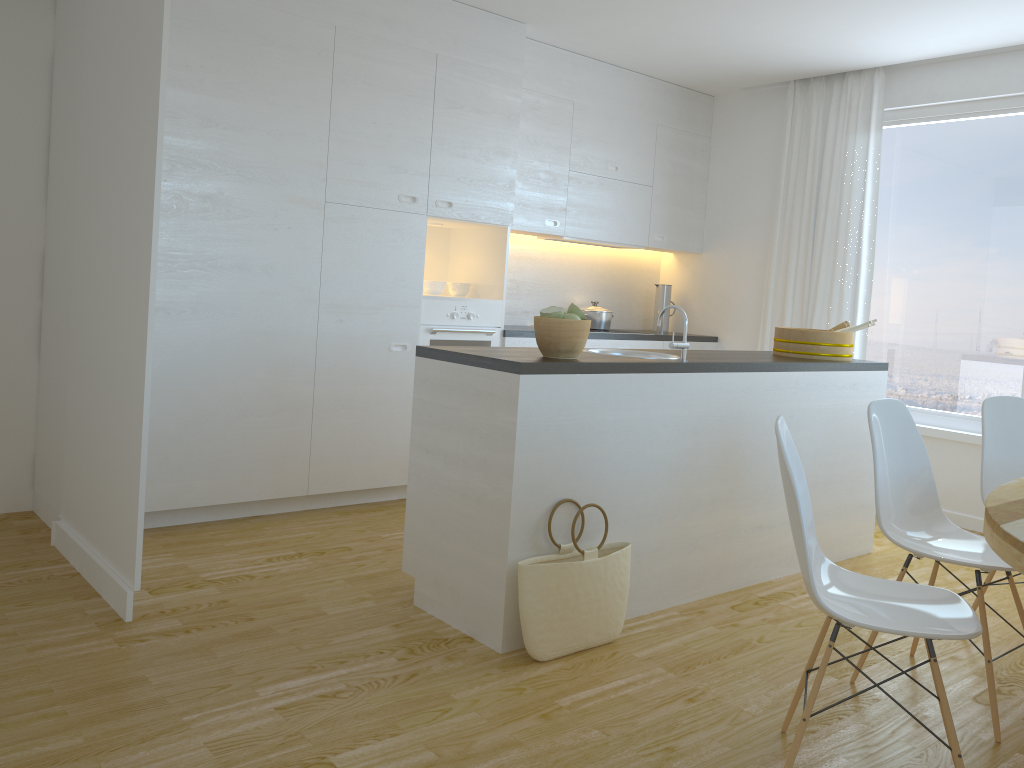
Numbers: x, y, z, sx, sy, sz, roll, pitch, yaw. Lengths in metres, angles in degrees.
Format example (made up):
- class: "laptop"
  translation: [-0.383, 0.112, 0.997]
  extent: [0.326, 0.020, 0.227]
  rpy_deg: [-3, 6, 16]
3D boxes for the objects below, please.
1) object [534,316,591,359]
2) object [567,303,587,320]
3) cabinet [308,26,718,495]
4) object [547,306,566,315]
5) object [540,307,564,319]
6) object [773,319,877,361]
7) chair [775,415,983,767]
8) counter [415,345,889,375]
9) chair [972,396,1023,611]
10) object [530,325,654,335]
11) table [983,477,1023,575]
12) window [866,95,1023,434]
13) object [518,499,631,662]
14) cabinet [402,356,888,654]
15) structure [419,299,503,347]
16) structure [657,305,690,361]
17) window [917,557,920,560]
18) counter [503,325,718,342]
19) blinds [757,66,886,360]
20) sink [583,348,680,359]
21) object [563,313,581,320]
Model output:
- class: "object"
  translation: [0.176, -0.165, 3.165]
  extent: [0.205, 0.141, 0.206]
  rpy_deg: [5, 5, 11]
- class: "object"
  translation: [0.236, -0.257, 3.203]
  extent: [0.074, 0.071, 0.078]
  rpy_deg: [3, 4, -15]
- class: "cabinet"
  translation: [0.137, -0.646, 5.551]
  extent: [3.199, 2.294, 0.483]
  rpy_deg: [0, 4, -40]
- class: "object"
  translation: [0.159, -0.233, 3.205]
  extent: [0.102, 0.098, 0.087]
  rpy_deg: [2, 4, -19]
- class: "object"
  translation: [0.139, -0.240, 3.117]
  extent: [0.084, 0.065, 0.086]
  rpy_deg: [1, 5, -28]
- class: "object"
  translation: [1.532, -0.239, 4.427]
  extent: [0.429, 0.213, 0.380]
  rpy_deg: [3, 5, -12]
- class: "chair"
  translation: [0.894, 0.556, 2.199]
  extent: [0.524, 0.899, 0.430]
  rpy_deg: [5, 3, 20]
- class: "counter"
  translation: [0.752, -0.104, 3.833]
  extent: [2.399, 0.040, 0.603]
  rpy_deg: [-1, 8, -40]
- class: "chair"
  translation: [1.982, 0.524, 3.223]
  extent: [0.429, 0.899, 0.525]
  rpy_deg: [3, 3, -20]
- class: "object"
  translation: [0.536, -0.362, 6.001]
  extent: [0.654, 0.013, 0.564]
  rpy_deg: [-1, 8, -40]
- class: "table"
  translation: [1.951, 0.709, 2.261]
  extent: [2.189, 0.723, 1.199]
  rpy_deg: [-1, 7, -42]
- class: "window"
  translation: [2.972, -0.633, 4.837]
  extent: [0.088, 1.912, 2.739]
  rpy_deg: [2, 5, -40]
- class: "object"
  translation: [0.637, 0.690, 2.729]
  extent: [1.192, 0.500, 0.471]
  rpy_deg: [7, 5, 28]
- class: "cabinet"
  translation: [0.720, 0.368, 3.853]
  extent: [2.399, 0.907, 0.603]
  rpy_deg: [-1, 6, -40]
- class: "structure"
  translation: [-0.284, -0.163, 4.946]
  extent: [0.560, 0.594, 0.049]
  rpy_deg: [0, 4, -40]
- class: "structure"
  translation: [0.611, -0.204, 3.475]
  extent: [0.097, 0.214, 0.163]
  rpy_deg: [1, 4, -40]
- class: "window"
  translation: [1.908, -0.308, 1.556]
  extent: [1.879, 2.047, 2.560]
  rpy_deg: [1, 6, -40]
- class: "counter"
  translation: [0.534, -0.344, 5.997]
  extent: [2.000, 0.040, 0.603]
  rpy_deg: [-1, 8, -40]
- class: "blinds"
  translation: [1.970, -0.978, 5.734]
  extent: [0.150, 2.154, 0.798]
  rpy_deg: [2, 3, -41]
- class: "sink"
  translation: [0.486, -0.051, 3.659]
  extent: [0.404, 0.156, 0.405]
  rpy_deg: [4, 5, 1]
- class: "object"
  translation: [0.210, -0.208, 3.144]
  extent: [0.081, 0.085, 0.098]
  rpy_deg: [5, 5, 14]
